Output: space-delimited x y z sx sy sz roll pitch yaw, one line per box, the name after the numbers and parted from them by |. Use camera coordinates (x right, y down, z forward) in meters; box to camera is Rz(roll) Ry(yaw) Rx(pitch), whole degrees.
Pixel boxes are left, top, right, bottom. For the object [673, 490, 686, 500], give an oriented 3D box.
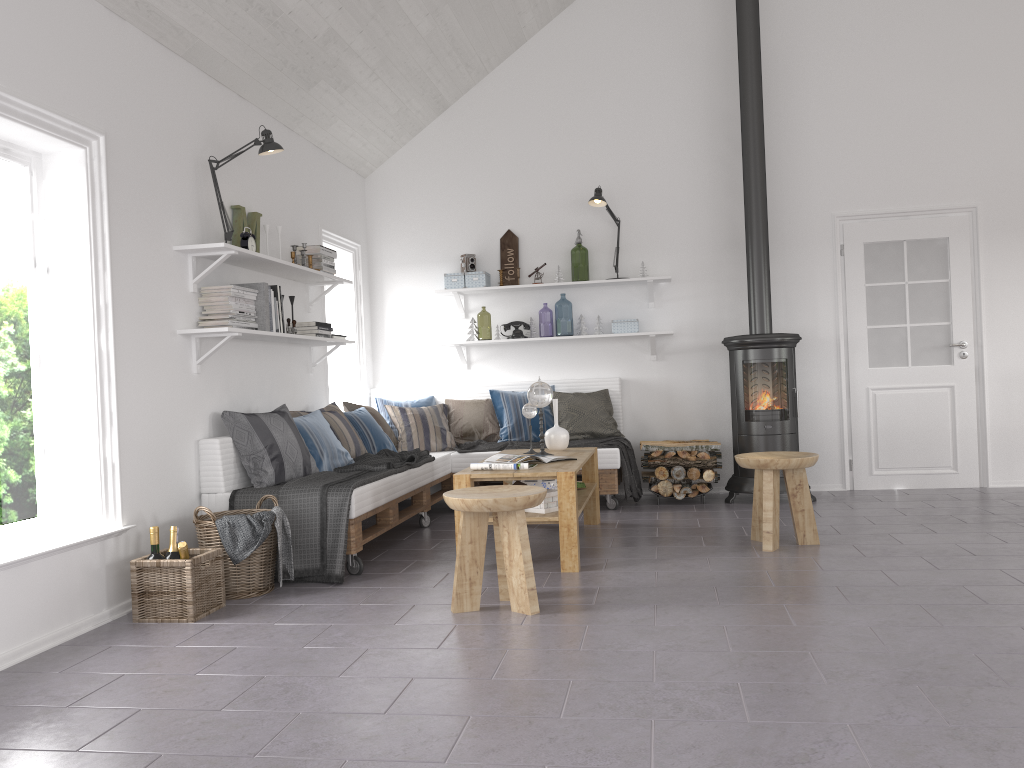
1.233 0.781 6.522 0.095 0.063 0.562 -2 0 10 | object

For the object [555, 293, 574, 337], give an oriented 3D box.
0.401 -0.531 6.853 0.137 0.335 0.137 -2 0 -1 | object

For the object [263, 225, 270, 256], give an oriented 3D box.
-1.454 -0.816 5.273 0.084 0.256 0.084 -3 0 -22 | object

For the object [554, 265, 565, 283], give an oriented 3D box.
0.362 -0.845 6.847 0.075 0.147 0.075 -3 0 -24 | object

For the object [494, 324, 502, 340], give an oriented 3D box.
-0.109 -0.404 6.898 0.072 0.124 0.068 -2 0 -6 | object

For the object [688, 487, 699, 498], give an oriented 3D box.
1.335 0.770 6.523 0.096 0.067 0.467 -2 0 10 | object

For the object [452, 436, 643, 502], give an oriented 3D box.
0.227 0.642 6.535 1.449 0.508 0.716 -2 0 -1 | object

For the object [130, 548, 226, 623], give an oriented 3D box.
-1.419 0.859 3.782 0.276 0.270 0.276 -2 0 10 | object

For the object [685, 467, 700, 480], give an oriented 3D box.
1.312 0.636 6.506 0.102 0.102 0.561 -2 0 9 | object

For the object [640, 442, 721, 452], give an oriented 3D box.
1.204 0.448 6.358 0.571 0.079 0.115 -2 0 10 | object

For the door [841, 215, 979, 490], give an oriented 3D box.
2.951 -0.216 6.592 0.902 2.013 0.101 -2 0 10 | door

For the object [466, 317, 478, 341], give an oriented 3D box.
-0.303 -0.431 6.988 0.113 0.195 0.107 -2 0 16 | object

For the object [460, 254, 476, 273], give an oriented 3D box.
-0.338 -0.952 7.041 0.121 0.157 0.117 -3 0 -31 | object

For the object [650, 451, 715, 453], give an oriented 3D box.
1.285 0.539 6.676 0.483 0.097 0.123 -2 0 11 | object

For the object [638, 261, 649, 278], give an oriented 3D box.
1.002 -0.869 6.777 0.073 0.142 0.072 -2 0 42 | object

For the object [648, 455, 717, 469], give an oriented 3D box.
1.214 0.556 6.329 0.480 0.104 0.126 -2 0 11 | object

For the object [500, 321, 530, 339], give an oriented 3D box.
0.025 -0.419 6.942 0.203 0.146 0.171 -2 0 33 | object

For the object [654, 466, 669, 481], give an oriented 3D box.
1.102 0.636 6.566 0.103 0.107 0.516 -2 0 8 | object

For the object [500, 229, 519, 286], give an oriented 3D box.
-0.020 -0.995 7.054 0.154 0.480 0.053 -2 0 15 | object

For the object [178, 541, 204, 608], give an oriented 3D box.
-1.367 0.811 3.753 0.095 0.332 0.284 -2 0 -11 | object

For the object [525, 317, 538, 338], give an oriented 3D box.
0.152 -0.441 6.965 0.127 0.176 0.007 -2 0 15 | object

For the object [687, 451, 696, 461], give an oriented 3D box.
1.302 0.511 6.462 0.059 0.048 0.529 -2 0 10 | object

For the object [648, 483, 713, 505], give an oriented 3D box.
1.241 0.797 6.542 0.456 0.118 0.478 -2 0 10 | object

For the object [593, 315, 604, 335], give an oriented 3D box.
0.669 -0.455 6.843 0.088 0.161 0.093 -2 0 19 | object

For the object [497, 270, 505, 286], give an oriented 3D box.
-0.084 -0.830 6.945 0.085 0.152 0.085 -2 0 33 | object

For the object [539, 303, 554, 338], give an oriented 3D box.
0.264 -0.492 6.883 0.111 0.270 0.111 -2 0 28 | object

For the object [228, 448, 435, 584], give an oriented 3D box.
-0.944 0.687 5.154 0.685 0.533 1.892 -2 0 9 | object

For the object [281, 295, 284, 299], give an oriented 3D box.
-1.390 -0.407 5.356 0.085 0.259 0.085 -3 0 -22 | object

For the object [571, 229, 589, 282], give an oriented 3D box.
0.522 -0.987 6.845 0.136 0.415 0.136 -2 0 43 | object

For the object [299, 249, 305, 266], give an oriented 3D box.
-1.315 -0.771 5.579 0.055 0.153 0.055 -3 0 -23 | object

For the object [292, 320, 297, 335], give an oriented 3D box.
-1.298 -0.332 5.289 0.032 0.102 0.058 -2 0 5 | object

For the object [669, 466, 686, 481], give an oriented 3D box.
1.211 0.630 6.523 0.110 0.109 0.463 -2 0 8 | object

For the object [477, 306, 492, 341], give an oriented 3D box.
-0.217 -0.472 6.955 0.111 0.270 0.111 -2 0 28 | object

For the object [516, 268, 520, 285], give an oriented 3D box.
0.052 -0.833 6.941 0.052 0.148 0.052 -3 0 -29 | object

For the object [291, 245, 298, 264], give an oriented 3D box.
-1.316 -0.770 5.376 0.055 0.153 0.055 -2 0 -13 | object

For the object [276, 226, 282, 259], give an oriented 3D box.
-1.396 -0.819 5.338 0.084 0.256 0.084 -3 0 -22 | object

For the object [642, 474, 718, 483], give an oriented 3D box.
1.225 0.694 6.469 0.539 0.070 0.101 -2 0 10 | object

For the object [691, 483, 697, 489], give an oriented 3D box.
1.325 0.725 6.492 0.046 0.033 0.425 -2 0 10 | object

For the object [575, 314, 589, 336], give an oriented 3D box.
0.543 -0.458 6.896 0.103 0.178 0.097 -3 0 -27 | object

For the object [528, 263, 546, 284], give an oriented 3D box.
0.197 -0.850 6.925 0.092 0.172 0.177 -3 0 -23 | object

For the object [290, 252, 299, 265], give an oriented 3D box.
-1.290 -0.737 5.227 0.088 0.085 0.088 -2 0 32 | object

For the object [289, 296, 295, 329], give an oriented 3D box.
-1.346 -0.409 5.445 0.085 0.259 0.085 -3 0 -22 | object

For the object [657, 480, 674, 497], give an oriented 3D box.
1.148 0.751 6.560 0.118 0.142 0.520 -2 0 13 | object

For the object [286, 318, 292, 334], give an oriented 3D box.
-1.340 -0.338 5.328 0.032 0.117 0.058 -2 0 21 | object

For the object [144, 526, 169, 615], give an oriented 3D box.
-1.496 0.790 3.729 0.095 0.377 0.095 -3 0 -44 | object

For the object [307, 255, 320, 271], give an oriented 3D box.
-1.251 -0.747 5.504 0.124 0.100 0.124 -2 0 32 | object

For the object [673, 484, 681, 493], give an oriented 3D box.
1.212 0.742 6.513 0.057 0.050 0.561 -2 0 10 | object

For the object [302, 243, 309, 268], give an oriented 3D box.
-1.263 -0.776 5.407 0.066 0.160 0.066 -2 0 -4 | object
